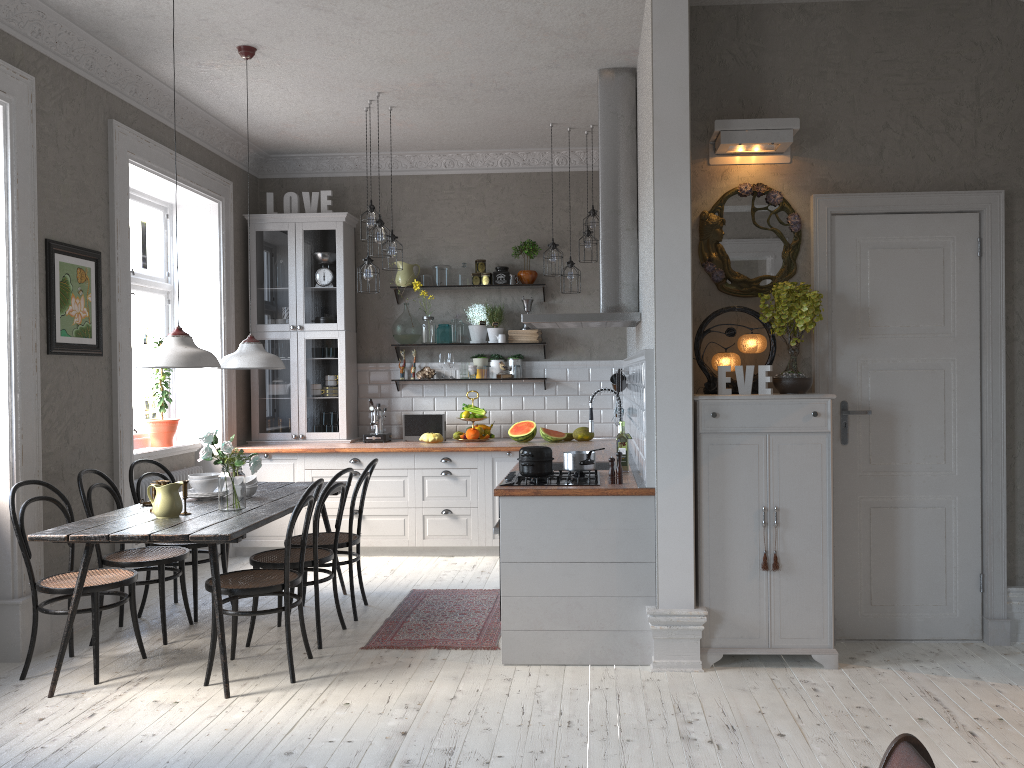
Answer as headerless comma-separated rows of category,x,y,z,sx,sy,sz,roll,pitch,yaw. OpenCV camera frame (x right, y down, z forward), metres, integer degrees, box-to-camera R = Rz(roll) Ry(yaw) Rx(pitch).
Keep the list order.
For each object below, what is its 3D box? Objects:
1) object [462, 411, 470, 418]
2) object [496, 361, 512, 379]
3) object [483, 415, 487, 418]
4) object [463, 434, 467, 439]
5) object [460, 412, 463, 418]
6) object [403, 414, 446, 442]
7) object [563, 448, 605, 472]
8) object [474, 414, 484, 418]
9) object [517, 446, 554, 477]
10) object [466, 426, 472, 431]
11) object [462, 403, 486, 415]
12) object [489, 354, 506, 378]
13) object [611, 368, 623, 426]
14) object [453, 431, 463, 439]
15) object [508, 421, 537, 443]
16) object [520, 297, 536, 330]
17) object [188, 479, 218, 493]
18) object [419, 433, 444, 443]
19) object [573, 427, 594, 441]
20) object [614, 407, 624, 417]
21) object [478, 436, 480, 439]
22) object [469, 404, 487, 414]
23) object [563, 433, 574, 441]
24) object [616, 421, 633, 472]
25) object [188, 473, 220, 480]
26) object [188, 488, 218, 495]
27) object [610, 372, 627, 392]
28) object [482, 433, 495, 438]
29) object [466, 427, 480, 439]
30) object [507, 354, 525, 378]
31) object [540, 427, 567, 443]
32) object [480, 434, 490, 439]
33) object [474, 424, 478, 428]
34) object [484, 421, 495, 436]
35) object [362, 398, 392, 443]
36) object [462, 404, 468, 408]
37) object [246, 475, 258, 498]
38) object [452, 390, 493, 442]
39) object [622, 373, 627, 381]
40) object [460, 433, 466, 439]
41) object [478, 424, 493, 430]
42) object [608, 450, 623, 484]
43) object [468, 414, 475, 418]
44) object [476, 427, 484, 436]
object,-0.379,0.253,7.298,0.058,0.069,0.080,0,1,24
object,-0.061,-0.120,7.497,0.120,0.147,0.099,-1,1,-28
object,-0.234,0.272,7.370,0.052,0.050,0.049,-1,1,13
object,-0.379,0.440,7.368,0.070,0.076,0.227,-1,1,-13
object,-0.386,0.268,7.373,0.096,0.078,0.100,-1,1,-9
object,-0.733,0.366,7.423,0.351,0.226,0.088,-1,1,3
object,0.410,0.395,4.707,0.297,0.134,0.178,0,1,39
object,-0.277,0.276,7.342,0.077,0.062,0.099,-1,1,-23
object,0.120,0.393,4.493,0.192,0.147,0.190,-1,1,-16
object,-0.328,0.392,7.439,0.077,0.076,0.157,0,1,31
object,-0.313,0.209,7.337,0.209,0.101,0.067,-1,1,10
object,-0.127,-0.154,7.588,0.170,0.214,0.150,0,1,34
object,0.725,0.114,6.120,0.081,0.443,0.330,-1,1,6
object,-0.432,0.428,7.392,0.075,0.072,0.154,0,1,34
object,0.084,0.388,7.174,0.232,0.174,0.221,0,1,26
object,0.134,-0.600,7.529,0.132,0.287,0.129,-1,1,-11
object,-1.723,0.576,4.978,0.180,0.094,0.179,-1,1,-5
object,-0.654,0.439,7.217,0.196,0.083,0.190,-1,1,5
object,0.583,0.408,7.224,0.208,0.119,0.129,-1,1,-33
object,0.845,0.079,7.002,0.077,0.379,0.083,-1,1,4
object,-0.295,0.445,7.313,0.070,0.065,0.070,0,1,25
object,-0.278,0.218,7.404,0.178,0.096,0.089,0,1,24
object,0.452,0.432,7.280,0.204,0.073,0.118,-1,1,-33
object,0.625,0.349,4.916,0.089,0.282,0.082,-1,1,4
object,-1.724,0.555,4.977,0.180,0.094,0.179,-1,1,-5
object,-1.723,0.611,4.978,0.233,0.027,0.241,0,1,27
object,0.781,-0.024,6.486,0.107,0.161,0.139,0,1,21
object,-0.232,0.427,7.427,0.212,0.044,0.055,0,1,42
object,-0.322,0.405,7.241,0.115,0.110,0.109,-1,1,-29
object,0.039,-0.155,7.588,0.158,0.213,0.153,-1,1,2
object,0.337,0.409,7.111,0.226,0.127,0.147,-1,1,-13
object,-0.226,0.438,7.304,0.069,0.051,0.088,-1,1,-38
object,-0.297,0.381,7.430,0.085,0.093,0.087,-1,1,0
object,-0.197,0.369,7.375,0.060,0.120,0.128,0,1,28
object,-1.130,0.300,7.356,0.205,0.370,0.354,-1,1,5
object,-0.379,0.188,7.345,0.074,0.058,0.050,-1,1,-19
object,-1.503,0.580,5.009,0.123,0.119,0.129,0,1,20
object,-0.324,0.265,7.365,0.355,0.425,0.349,-1,1,-11
object,0.802,-0.025,6.613,0.108,0.161,0.137,-1,1,6
object,-0.395,0.431,7.354,0.084,0.057,0.090,0,1,36
object,-0.223,0.363,7.384,0.127,0.056,0.059,-1,1,-4
object,0.513,0.411,4.390,0.073,0.167,0.036,-1,1,3
object,-0.336,0.275,7.311,0.063,0.061,0.067,-1,1,4
object,-0.275,0.392,7.314,0.087,0.078,0.089,0,1,31
